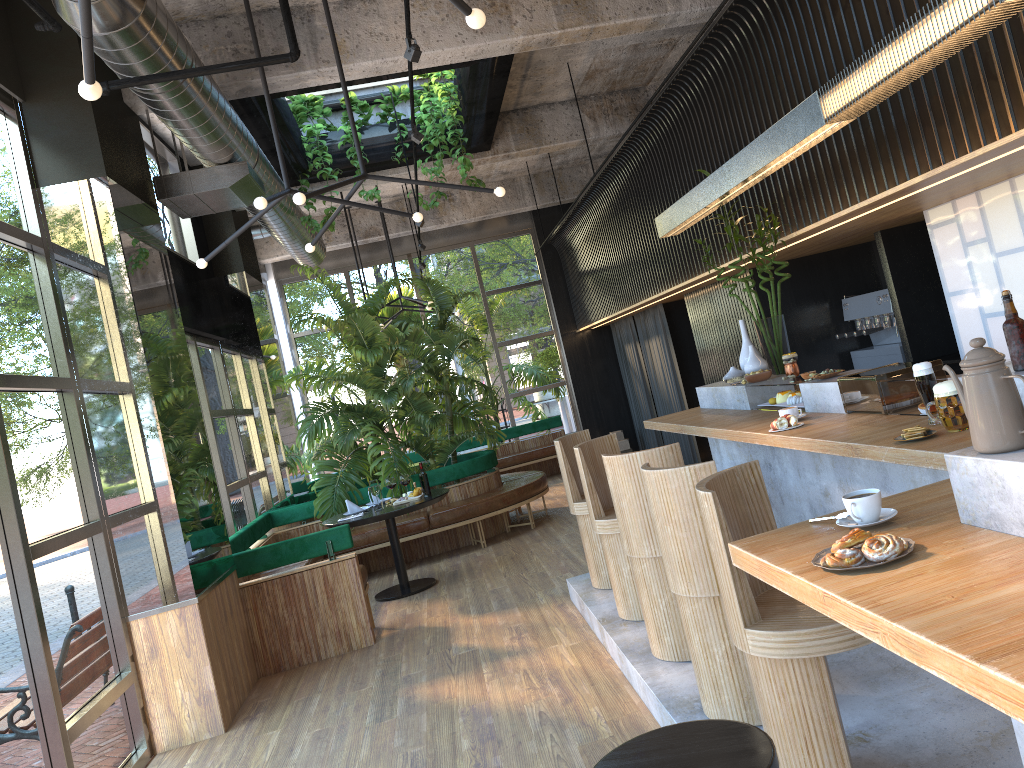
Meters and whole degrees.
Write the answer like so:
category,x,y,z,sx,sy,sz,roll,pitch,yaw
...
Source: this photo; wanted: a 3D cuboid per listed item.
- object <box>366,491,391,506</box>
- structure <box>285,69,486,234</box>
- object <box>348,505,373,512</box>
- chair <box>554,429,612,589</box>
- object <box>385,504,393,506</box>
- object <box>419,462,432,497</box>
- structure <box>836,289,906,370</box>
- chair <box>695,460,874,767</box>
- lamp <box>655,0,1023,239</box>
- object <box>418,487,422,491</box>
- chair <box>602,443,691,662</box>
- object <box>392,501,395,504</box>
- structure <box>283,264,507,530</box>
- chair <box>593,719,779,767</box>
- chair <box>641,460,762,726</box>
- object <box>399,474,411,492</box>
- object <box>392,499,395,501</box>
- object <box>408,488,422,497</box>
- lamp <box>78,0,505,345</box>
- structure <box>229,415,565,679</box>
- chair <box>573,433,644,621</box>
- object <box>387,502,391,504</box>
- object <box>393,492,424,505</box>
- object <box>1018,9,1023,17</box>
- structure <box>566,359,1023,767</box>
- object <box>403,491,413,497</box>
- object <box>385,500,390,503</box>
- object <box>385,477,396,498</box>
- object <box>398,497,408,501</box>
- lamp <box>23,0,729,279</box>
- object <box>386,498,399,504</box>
category,x,y,z,sx,sy,sz,roll,pitch,yaw
object,-1.219,1.020,8.059,0.243,0.139,0.222,-13,-1,-24
structure,-1.147,-2.365,8.906,2.100,1.518,1.459,-14,-1,20
object,-1.368,1.113,7.949,0.241,0.019,0.166,-13,0,42
chair,0.648,0.777,5.779,0.547,0.970,0.547,-13,-2,2
object,-1.066,1.046,7.678,0.063,0.013,0.144,-14,0,-12
object,-0.759,0.825,7.671,0.067,0.299,0.069,-14,-3,8
structure,3.221,-0.027,7.450,0.560,1.595,0.822,-13,-2,-7
chair,0.939,0.728,2.701,0.518,0.970,0.576,-15,-3,39
lamp,2.412,-2.455,3.585,5.115,2.136,6.557,-13,0,-13
object,-0.840,0.959,7.975,0.060,0.072,0.205,-13,0,-16
chair,0.808,0.749,4.255,0.534,0.970,0.560,-14,-2,15
object,-1.036,1.029,7.725,0.032,0.031,0.040,-14,-1,17
structure,-1.355,0.170,10.086,2.532,3.439,2.558,-13,-2,-23
chair,0.432,1.145,1.863,0.528,0.697,0.500,-13,-2,-13
chair,0.881,0.737,3.457,0.517,0.970,0.577,-15,-3,42
object,-0.952,0.920,7.993,0.106,0.201,0.098,-13,-2,-19
object,-1.044,1.030,7.814,0.033,0.032,0.036,-13,-1,-10
object,-0.853,0.948,7.775,0.100,0.064,0.160,-13,0,-37
lamp,0.525,-2.158,4.184,5.182,1.826,18.540,-13,0,-6
structure,0.976,0.568,3.780,6.144,1.551,19.728,-13,0,-6
chair,0.722,0.764,4.986,0.576,0.970,0.518,-12,-2,-33
object,-1.080,1.045,7.777,0.033,0.019,0.037,-13,0,4
object,-0.890,0.999,7.768,0.239,0.019,0.353,-13,0,3
object,1.338,-0.586,1.614,0.680,1.551,0.578,-13,-2,-3
structure,3.371,-0.099,3.394,5.961,1.733,6.986,-13,0,-8
object,-0.888,0.969,7.869,0.193,0.038,0.063,-13,0,25
object,-1.108,1.049,7.891,0.024,0.025,0.046,-14,0,11
object,-1.082,0.951,8.009,0.106,0.201,0.098,-13,-2,-19
object,-0.949,0.997,7.754,0.103,0.013,0.219,-13,0,-2
lamp,-0.887,-2.011,8.194,3.870,1.533,9.815,-13,0,-9
object,-1.054,1.033,7.875,0.098,0.028,0.128,-13,0,7
